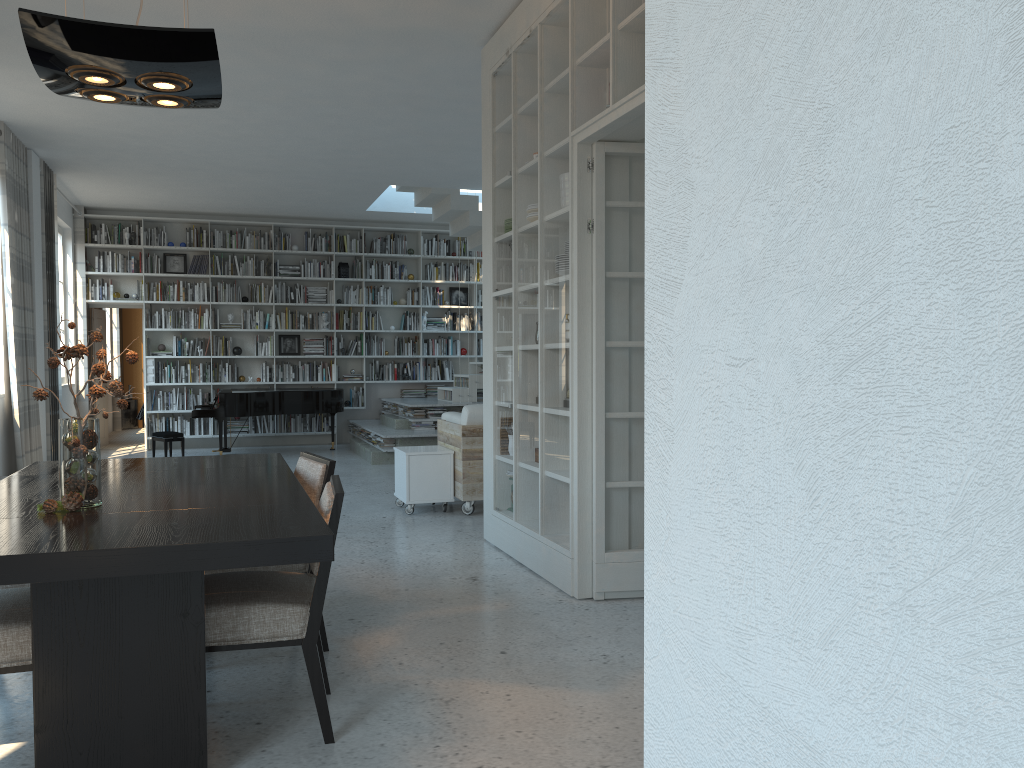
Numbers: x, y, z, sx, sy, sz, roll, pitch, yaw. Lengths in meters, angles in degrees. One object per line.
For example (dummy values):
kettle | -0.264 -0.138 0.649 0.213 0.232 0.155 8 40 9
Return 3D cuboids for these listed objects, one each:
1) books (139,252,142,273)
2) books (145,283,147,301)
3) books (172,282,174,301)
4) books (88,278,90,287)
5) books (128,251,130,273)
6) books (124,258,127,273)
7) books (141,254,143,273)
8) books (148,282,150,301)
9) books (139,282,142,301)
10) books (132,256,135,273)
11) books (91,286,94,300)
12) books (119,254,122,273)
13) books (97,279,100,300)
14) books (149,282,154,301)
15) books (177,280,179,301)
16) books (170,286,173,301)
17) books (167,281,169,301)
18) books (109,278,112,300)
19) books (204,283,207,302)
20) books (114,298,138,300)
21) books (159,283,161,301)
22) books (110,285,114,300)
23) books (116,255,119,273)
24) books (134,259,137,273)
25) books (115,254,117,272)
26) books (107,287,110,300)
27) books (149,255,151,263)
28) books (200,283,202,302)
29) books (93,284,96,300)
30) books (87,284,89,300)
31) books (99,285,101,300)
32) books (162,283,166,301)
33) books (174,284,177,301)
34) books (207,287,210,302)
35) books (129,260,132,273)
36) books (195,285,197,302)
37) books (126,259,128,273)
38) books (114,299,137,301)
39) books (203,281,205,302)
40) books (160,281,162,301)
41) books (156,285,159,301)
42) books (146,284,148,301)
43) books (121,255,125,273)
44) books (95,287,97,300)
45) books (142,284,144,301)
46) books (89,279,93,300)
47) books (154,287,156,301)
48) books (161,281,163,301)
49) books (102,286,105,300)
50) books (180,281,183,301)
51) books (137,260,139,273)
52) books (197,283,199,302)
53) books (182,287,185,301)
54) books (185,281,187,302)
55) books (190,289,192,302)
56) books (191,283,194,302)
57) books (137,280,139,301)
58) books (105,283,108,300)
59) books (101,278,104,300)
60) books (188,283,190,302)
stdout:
books | -5.019 -1.627 11.990 0.014 0.294 0.172 -1 2 -18
books | -4.964 -1.241 12.030 0.012 0.254 0.161 -1 2 -18
books | -4.631 -1.254 12.128 0.014 0.273 0.180 -1 2 -18
books | -5.627 -1.258 11.820 0.013 0.303 0.135 -1 2 -18
books | -5.151 -1.630 11.936 0.012 0.303 0.189 -1 2 -18
books | -5.202 -1.584 11.938 0.028 0.212 0.138 -1 2 -18
books | -5.000 -1.615 12.013 0.037 0.269 0.113 -1 2 -18
books | -4.927 -1.246 12.025 0.012 0.263 0.180 -1 2 -18
books | -5.031 -1.248 12.018 0.044 0.269 0.133 -1 2 -18
books | -5.099 -1.593 11.948 0.029 0.229 0.191 -1 2 -18
books | -5.581 -1.205 11.821 0.029 0.197 0.160 -1 2 -18
books | -5.251 -1.607 11.903 0.025 0.261 0.167 -1 2 -18
books | -5.520 -1.248 11.840 0.022 0.281 0.156 -1 2 -18
books | -4.897 -1.244 12.051 0.062 0.258 0.153 -1 2 -18
books | -4.575 -1.271 12.154 0.014 0.304 0.151 -1 2 -18
books | -4.650 -1.226 12.118 0.031 0.217 0.173 -1 2 -18
books | -4.699 -1.256 12.113 0.012 0.277 0.150 -1 2 -18
books | -5.376 -1.258 11.881 0.013 0.299 0.179 -1 2 -18
books | -4.230 -1.255 12.253 0.035 0.264 0.177 -1 2 -18
books | -5.202 -1.142 11.952 0.285 0.012 0.159 -1 2 -16
books | -4.793 -1.242 12.071 0.014 0.253 0.187 -1 2 -18
books | -5.352 -1.215 11.877 0.029 0.211 0.187 -1 2 -18
books | -5.284 -1.599 11.894 0.021 0.244 0.173 -1 2 -18
books | -5.081 -1.578 11.985 0.029 0.196 0.146 -1 2 -18
books | -5.299 -1.601 11.888 0.012 0.249 0.192 -1 2 -18
books | -5.402 -1.205 11.896 0.029 0.191 0.134 -1 2 -18
books | -4.901 -1.611 12.019 0.009 0.260 0.184 -1 2 -18
books | -4.296 -1.255 12.251 0.024 0.266 0.155 -1 2 -18
books | -5.560 -1.217 11.819 0.010 0.220 0.181 -1 2 -18
books | -5.633 -1.217 11.795 0.013 0.222 0.162 -1 2 -18
books | -5.503 -1.215 11.864 0.023 0.214 0.140 -1 2 -18
books | -4.738 -1.242 12.100 0.047 0.250 0.134 -1 2 -18
books | -4.603 -1.238 12.143 0.047 0.238 0.162 -1 2 -18
books | -4.187 -1.224 12.242 0.039 0.202 0.236 -1 2 -18
books | -5.135 -1.570 11.960 0.031 0.182 0.151 -1 2 -18
books | -4.349 -1.237 12.212 0.030 0.231 0.172 -1 2 -18
books | -5.178 -1.577 11.955 0.029 0.198 0.144 -1 2 -18
books | -5.201 -1.130 11.950 0.285 0.012 0.159 -1 2 -21
books | -4.258 -1.267 12.246 0.022 0.289 0.169 -1 2 -18
books | -4.779 -1.257 12.080 0.020 0.281 0.164 -1 2 -18
books | -4.814 -1.231 12.066 0.030 0.230 0.172 -1 2 -18
books | -4.946 -1.231 12.028 0.022 0.232 0.151 -1 2 -18
books | -5.224 -1.603 11.911 0.030 0.251 0.165 -1 2 -18
books | -5.550 -1.200 11.850 0.029 0.185 0.134 -1 2 -18
books | -4.975 -1.225 11.983 0.021 0.224 0.231 -1 2 -18
books | -5.603 -1.247 11.804 0.023 0.282 0.170 -1 2 -18
books | -4.847 -1.213 12.044 0.026 0.195 0.175 -1 2 -18
books | -4.760 -1.255 12.074 0.011 0.277 0.164 -1 2 -18
books | -5.450 -1.204 11.856 0.024 0.193 0.180 -1 2 -18
books | -4.525 -1.262 12.146 0.030 0.286 0.185 -1 2 -18
books | -5.050 -1.574 11.980 0.026 0.188 0.154 -1 2 -18
books | -4.324 -1.253 12.219 0.022 0.263 0.174 -1 2 -18
books | -4.496 -1.217 12.153 0.029 0.195 0.192 -1 2 -18
books | -4.478 -1.263 12.185 0.025 0.286 0.161 -1 2 -18
books | -4.417 -1.214 12.209 0.022 0.186 0.136 -1 2 -18
books | -4.398 -1.252 12.219 0.035 0.261 0.131 -1 2 -18
books | -5.052 -1.255 11.989 0.012 0.285 0.159 -1 2 -18
books | -5.413 -1.226 11.848 0.021 0.237 0.188 -1 2 -18
books | -5.464 -1.256 11.835 0.013 0.297 0.187 -1 2 -18
books | -4.442 -1.251 12.201 0.029 0.261 0.157 -1 2 -18
